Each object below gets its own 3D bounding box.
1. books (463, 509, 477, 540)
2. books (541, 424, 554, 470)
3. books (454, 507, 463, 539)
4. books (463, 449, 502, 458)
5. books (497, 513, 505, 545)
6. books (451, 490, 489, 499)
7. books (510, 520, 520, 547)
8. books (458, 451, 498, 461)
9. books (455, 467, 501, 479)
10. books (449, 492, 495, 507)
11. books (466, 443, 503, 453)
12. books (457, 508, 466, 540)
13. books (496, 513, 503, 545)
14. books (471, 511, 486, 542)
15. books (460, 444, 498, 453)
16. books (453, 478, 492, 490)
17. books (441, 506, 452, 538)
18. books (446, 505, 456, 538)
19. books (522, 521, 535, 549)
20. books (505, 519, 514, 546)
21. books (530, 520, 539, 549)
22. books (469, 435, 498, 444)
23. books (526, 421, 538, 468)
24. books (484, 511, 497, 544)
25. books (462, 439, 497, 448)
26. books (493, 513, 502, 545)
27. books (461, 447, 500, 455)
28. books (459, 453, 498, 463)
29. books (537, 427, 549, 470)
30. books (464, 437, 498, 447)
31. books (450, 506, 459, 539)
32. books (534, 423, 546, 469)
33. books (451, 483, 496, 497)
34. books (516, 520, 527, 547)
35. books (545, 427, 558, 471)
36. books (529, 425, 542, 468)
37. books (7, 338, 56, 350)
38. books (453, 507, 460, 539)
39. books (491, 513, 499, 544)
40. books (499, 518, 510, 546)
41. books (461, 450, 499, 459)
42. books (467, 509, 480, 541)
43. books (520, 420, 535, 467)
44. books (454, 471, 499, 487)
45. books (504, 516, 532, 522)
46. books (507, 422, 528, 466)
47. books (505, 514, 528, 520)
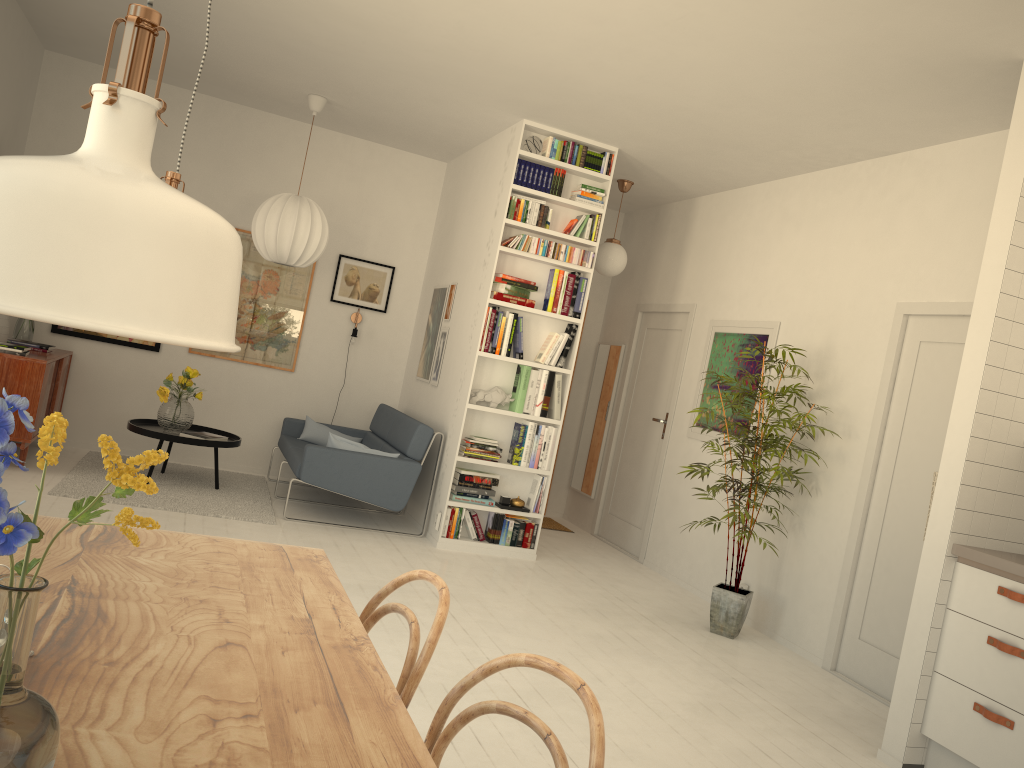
[{"bbox_3d":[-0.303,0.949,6.052,0.135,0.200,0.134,11,1,-20],"label":"books"},{"bbox_3d":[0.214,0.437,6.187,0.037,0.308,0.161,11,1,-20],"label":"books"},{"bbox_3d":[-0.387,0.926,6.033,0.021,0.215,0.174,11,1,-20],"label":"books"},{"bbox_3d":[-0.211,0.465,6.071,0.255,0.014,0.197,11,1,-10],"label":"books"},{"bbox_3d":[-0.107,0.981,6.133,0.015,0.214,0.202,11,1,-20],"label":"books"},{"bbox_3d":[-0.298,0.744,6.059,0.241,0.024,0.168,11,1,-25],"label":"books"},{"bbox_3d":[-0.015,1.025,6.172,0.048,0.163,0.209,11,1,-20],"label":"books"},{"bbox_3d":[-0.237,0.485,6.026,0.246,0.014,0.173,11,1,-21],"label":"books"},{"bbox_3d":[-0.246,0.603,6.067,0.297,0.024,0.162,11,1,-29],"label":"books"},{"bbox_3d":[-0.282,0.782,6.067,0.297,0.038,0.204,11,1,-15],"label":"books"},{"bbox_3d":[-0.196,0.427,6.056,0.235,0.025,0.163,11,1,-14],"label":"books"},{"bbox_3d":[-0.368,0.931,6.024,0.010,0.215,0.194,11,1,-20],"label":"books"},{"bbox_3d":[-0.119,0.978,6.123,0.015,0.214,0.202,11,1,-20],"label":"books"},{"bbox_3d":[-0.246,0.968,6.073,0.131,0.188,0.136,11,1,-20],"label":"books"},{"bbox_3d":[-0.228,0.441,6.024,0.237,0.012,0.120,11,1,-25],"label":"books"},{"bbox_3d":[-0.277,0.679,6.044,0.247,0.039,0.143,11,1,-23],"label":"books"},{"bbox_3d":[-0.470,0.921,5.996,0.039,0.199,0.185,11,1,-20],"label":"books"},{"bbox_3d":[-0.437,0.923,6.004,0.026,0.206,0.187,11,1,-20],"label":"books"},{"bbox_3d":[0.082,1.037,6.201,0.056,0.180,0.202,11,1,-20],"label":"books"},{"bbox_3d":[-0.051,1.012,6.158,0.032,0.176,0.222,11,1,-20],"label":"books"},{"bbox_3d":[0.117,1.045,6.233,0.032,0.176,0.230,11,1,-20],"label":"books"},{"bbox_3d":[-0.196,0.376,6.032,0.166,0.019,0.127,11,1,-27],"label":"books"},{"bbox_3d":[0.097,0.410,6.178,0.027,0.311,0.229,11,1,-20],"label":"books"},{"bbox_3d":[-0.160,0.970,6.106,0.015,0.214,0.202,11,1,-20],"label":"books"},{"bbox_3d":[-0.230,0.402,6.035,0.221,0.010,0.169,11,1,-17],"label":"books"},{"bbox_3d":[-0.130,0.976,6.111,0.015,0.214,0.202,11,1,-20],"label":"books"},{"bbox_3d":[-0.221,0.452,6.046,0.250,0.008,0.135,11,1,-24],"label":"books"},{"bbox_3d":[-0.235,0.497,6.031,0.247,0.009,0.170,11,1,-17],"label":"books"},{"bbox_3d":[0.181,0.437,6.186,0.022,0.291,0.209,11,1,-20],"label":"books"},{"bbox_3d":[-0.217,0.390,6.048,0.212,0.017,0.165,11,1,-23],"label":"books"},{"bbox_3d":[-0.413,0.925,6.008,0.020,0.211,0.185,11,1,-20],"label":"books"},{"bbox_3d":[0.156,0.425,6.191,0.025,0.305,0.213,11,1,-20],"label":"books"},{"bbox_3d":[-0.279,0.715,6.047,0.297,0.039,0.165,11,1,-25],"label":"books"},{"bbox_3d":[0.026,1.030,6.202,0.050,0.170,0.221,11,1,-20],"label":"books"},{"bbox_3d":[0.237,0.442,6.227,0.039,0.303,0.229,11,1,-20],"label":"books"},{"bbox_3d":[0.138,0.426,6.151,0.035,0.304,0.150,11,1,-20],"label":"books"},{"bbox_3d":[-3.431,-0.288,6.231,0.368,0.020,0.255,11,1,-18],"label":"books"},{"bbox_3d":[-0.403,0.928,6.026,0.012,0.206,0.194,11,1,-20],"label":"books"},{"bbox_3d":[-0.148,0.972,6.118,0.015,0.214,0.202,11,1,-20],"label":"books"},{"bbox_3d":[-0.086,1.003,6.151,0.044,0.179,0.224,11,1,-20],"label":"books"},{"bbox_3d":[-0.227,0.474,6.038,0.248,0.009,0.171,11,1,-17],"label":"books"},{"bbox_3d":[-0.273,0.959,6.056,0.118,0.192,0.118,11,1,-20],"label":"books"},{"bbox_3d":[0.068,0.404,6.165,0.037,0.312,0.241,11,1,-20],"label":"books"},{"bbox_3d":[-0.252,0.640,6.052,0.285,0.047,0.185,11,1,-20],"label":"books"},{"bbox_3d":[0.024,0.928,6.171,0.193,0.012,0.130,11,1,-20],"label":"books"},{"bbox_3d":[0.026,0.410,6.138,0.057,0.284,0.200,11,1,-20],"label":"books"},{"bbox_3d":[0.020,0.918,6.150,0.165,0.006,0.103,11,1,-20],"label":"books"}]
